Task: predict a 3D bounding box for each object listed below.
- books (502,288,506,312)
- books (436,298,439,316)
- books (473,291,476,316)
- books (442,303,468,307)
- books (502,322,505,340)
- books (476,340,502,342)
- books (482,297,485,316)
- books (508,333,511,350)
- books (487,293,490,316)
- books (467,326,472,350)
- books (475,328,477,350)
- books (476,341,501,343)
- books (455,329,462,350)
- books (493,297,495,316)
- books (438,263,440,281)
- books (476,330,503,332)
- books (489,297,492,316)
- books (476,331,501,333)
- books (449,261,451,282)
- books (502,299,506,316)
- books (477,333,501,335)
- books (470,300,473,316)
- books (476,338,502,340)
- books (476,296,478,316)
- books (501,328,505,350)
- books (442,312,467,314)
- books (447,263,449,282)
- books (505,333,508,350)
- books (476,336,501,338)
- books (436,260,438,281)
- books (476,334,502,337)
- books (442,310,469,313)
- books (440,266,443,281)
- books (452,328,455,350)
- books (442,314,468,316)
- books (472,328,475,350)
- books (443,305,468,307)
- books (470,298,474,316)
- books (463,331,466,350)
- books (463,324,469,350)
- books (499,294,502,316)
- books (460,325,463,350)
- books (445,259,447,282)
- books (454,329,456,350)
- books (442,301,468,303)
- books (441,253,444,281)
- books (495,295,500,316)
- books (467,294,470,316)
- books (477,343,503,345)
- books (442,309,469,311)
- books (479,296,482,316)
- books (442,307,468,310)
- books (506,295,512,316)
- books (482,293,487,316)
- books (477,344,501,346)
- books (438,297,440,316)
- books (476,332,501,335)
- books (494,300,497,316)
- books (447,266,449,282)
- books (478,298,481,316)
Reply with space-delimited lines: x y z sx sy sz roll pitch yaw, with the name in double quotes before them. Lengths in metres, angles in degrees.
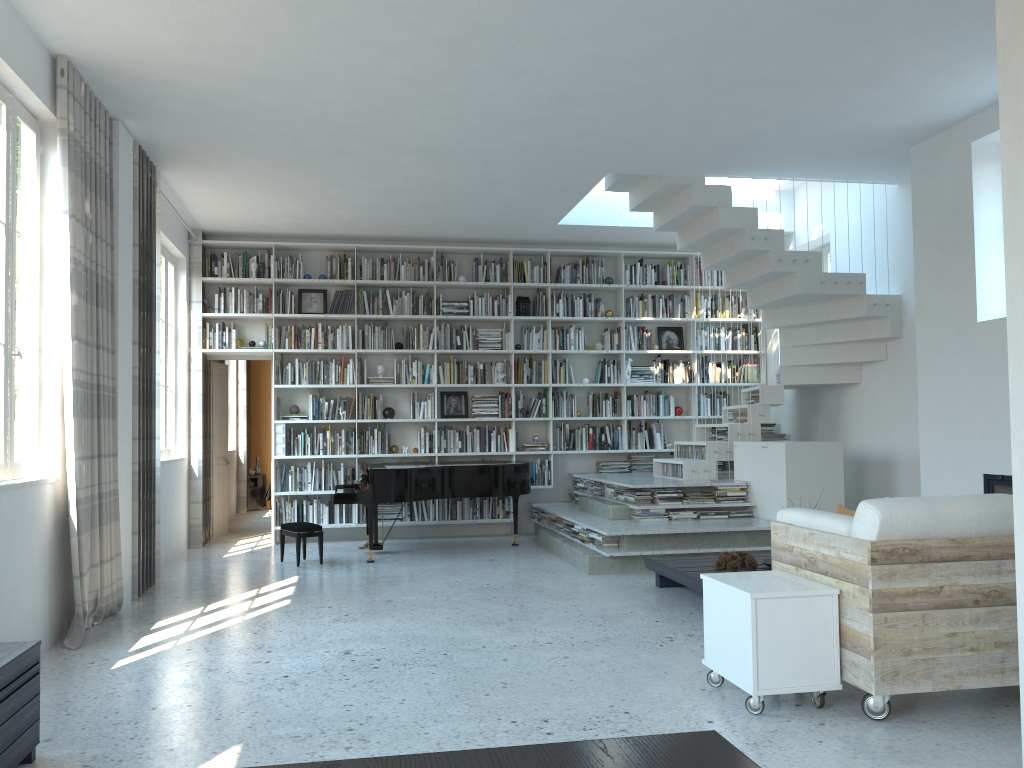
"books" -0.085 -0.889 9.819 0.012 0.334 0.155 0 -2 -11
"books" -0.821 -0.821 9.670 0.027 0.201 0.167 0 -3 -11
"books" -0.413 -0.864 9.739 0.011 0.284 0.190 0 -3 -11
"books" -0.629 -0.865 9.724 0.285 0.024 0.159 0 -3 -9
"books" -0.094 -0.515 9.809 0.012 0.319 0.140 0 -2 -11
"books" -0.259 -0.470 9.778 0.285 0.012 0.159 0 -3 -10
"books" -0.327 -0.831 9.770 0.028 0.219 0.183 0 -3 -11
"books" -0.044 -0.458 9.819 0.030 0.205 0.158 0 -3 -11
"books" -0.273 -0.856 9.780 0.023 0.269 0.185 0 -3 -11
"books" -0.465 -0.490 9.721 0.021 0.269 0.191 0 -3 -11
"books" -0.409 -0.479 9.725 0.013 0.246 0.176 0 -3 -11
"books" -0.259 -0.459 9.775 0.254 0.012 0.161 0 -3 -13
"books" -0.594 -0.473 9.702 0.066 0.236 0.154 0 -3 -11
"books" -0.211 -0.837 9.788 0.012 0.230 0.158 0 -3 -11
"books" -0.806 -1.200 9.709 0.023 0.227 0.157 0 -3 -11
"books" -0.259 -0.582 9.773 0.285 0.012 0.159 0 -3 -16
"books" -0.249 -0.834 9.775 0.023 0.223 0.190 0 -3 -11
"books" -0.261 -0.569 9.784 0.254 0.012 0.161 0 -3 -11
"books" -0.689 -1.210 9.731 0.014 0.248 0.139 0 -3 -11
"books" -0.103 -0.824 9.804 0.029 0.202 0.191 0 -3 -11
"books" -0.259 -0.544 9.772 0.254 0.012 0.161 0 -3 -6
"books" -0.456 -0.815 9.741 0.025 0.187 0.193 0 -3 -11
"books" -0.259 -0.495 9.774 0.285 0.012 0.159 0 -3 -8
"books" -0.400 -0.840 9.756 0.021 0.237 0.171 0 -3 -11
"books" -0.102 -0.483 9.790 0.012 0.254 0.161 0 -3 -11
"books" -0.629 -0.775 9.717 0.254 0.012 0.161 0 -3 -14
"books" -0.701 -1.202 9.741 0.006 0.233 0.136 0 -3 -10
"books" -0.072 -0.455 9.808 0.029 0.198 0.172 0 -3 -11
"books" -0.260 -0.519 9.777 0.254 0.012 0.161 0 -3 -9
"books" -0.827 -1.213 9.686 0.026 0.253 0.185 0 -3 -11
"books" -0.260 -0.531 9.780 0.285 0.012 0.159 0 -3 -12
"books" -0.629 -0.787 9.718 0.285 0.012 0.159 0 -3 -14
"books" -0.780 -1.184 9.700 0.026 0.194 0.166 0 -3 -11
"books" -0.645 -0.479 9.697 0.014 0.250 0.172 0 -3 -11
"books" -0.629 -0.750 9.716 0.285 0.012 0.159 0 -3 -8
"books" -0.425 -0.477 9.735 0.015 0.245 0.183 0 -3 -11
"books" -0.628 -0.841 9.718 0.254 0.025 0.161 0 -3 -15
"books" -0.437 -0.831 9.774 0.024 0.223 0.128 0 -3 -11
"books" -0.528 -0.462 9.720 0.024 0.216 0.148 0 -3 -11
"books" -0.502 -0.500 9.729 0.049 0.291 0.162 0 -3 -11
"books" -0.134 -0.852 9.814 0.029 0.261 0.133 0 -2 -11
"books" -0.553 -0.496 9.723 0.022 0.285 0.131 0 -2 -11
"books" -0.726 -1.219 9.704 0.011 0.264 0.163 0 -3 -11
"books" -0.633 -0.474 9.701 0.011 0.239 0.147 0 -3 -11
"books" -0.630 -0.889 9.729 0.285 0.024 0.159 0 -3 -11
"books" -0.764 -1.256 9.720 0.014 0.341 0.145 0 -2 -11
"books" -0.161 -0.847 9.793 0.032 0.248 0.173 0 -3 -11
"books" -0.475 -0.848 9.743 0.012 0.254 0.161 0 -3 -11
"books" -0.258 -0.435 9.772 0.285 0.012 0.159 0 -3 -14
"books" -0.630 -0.799 9.721 0.285 0.012 0.159 0 -3 -13
"books" -0.348 -0.843 9.776 0.012 0.244 0.131 0 -2 -11
"books" -0.627 -0.817 9.715 0.285 0.024 0.159 0 -3 -6
"books" -0.039 -0.844 9.761 0.037 0.237 0.272 0 -3 -11
"books" -0.303 -0.857 9.796 0.029 0.273 0.140 0 -2 -11
"books" -0.258 -0.422 9.776 0.254 0.012 0.161 0 -3 -12
"books" -0.804 -0.828 9.687 0.013 0.218 0.141 0 -3 -11
"books" -0.260 -0.557 9.779 0.254 0.012 0.161 0 -3 -9
"books" -0.190 -0.816 9.787 0.029 0.188 0.176 0 -3 -11
"books" -0.711 -1.184 9.718 0.023 0.195 0.172 0 -3 -11
"books" -0.365 -0.830 9.760 0.027 0.216 0.190 0 -3 -11
